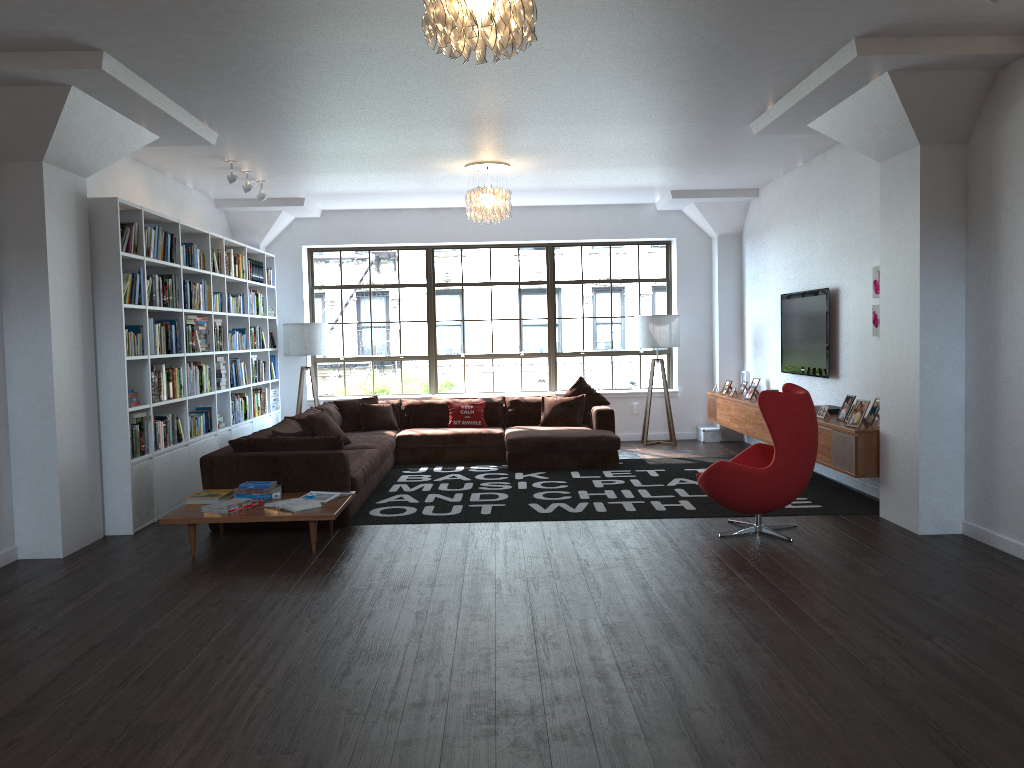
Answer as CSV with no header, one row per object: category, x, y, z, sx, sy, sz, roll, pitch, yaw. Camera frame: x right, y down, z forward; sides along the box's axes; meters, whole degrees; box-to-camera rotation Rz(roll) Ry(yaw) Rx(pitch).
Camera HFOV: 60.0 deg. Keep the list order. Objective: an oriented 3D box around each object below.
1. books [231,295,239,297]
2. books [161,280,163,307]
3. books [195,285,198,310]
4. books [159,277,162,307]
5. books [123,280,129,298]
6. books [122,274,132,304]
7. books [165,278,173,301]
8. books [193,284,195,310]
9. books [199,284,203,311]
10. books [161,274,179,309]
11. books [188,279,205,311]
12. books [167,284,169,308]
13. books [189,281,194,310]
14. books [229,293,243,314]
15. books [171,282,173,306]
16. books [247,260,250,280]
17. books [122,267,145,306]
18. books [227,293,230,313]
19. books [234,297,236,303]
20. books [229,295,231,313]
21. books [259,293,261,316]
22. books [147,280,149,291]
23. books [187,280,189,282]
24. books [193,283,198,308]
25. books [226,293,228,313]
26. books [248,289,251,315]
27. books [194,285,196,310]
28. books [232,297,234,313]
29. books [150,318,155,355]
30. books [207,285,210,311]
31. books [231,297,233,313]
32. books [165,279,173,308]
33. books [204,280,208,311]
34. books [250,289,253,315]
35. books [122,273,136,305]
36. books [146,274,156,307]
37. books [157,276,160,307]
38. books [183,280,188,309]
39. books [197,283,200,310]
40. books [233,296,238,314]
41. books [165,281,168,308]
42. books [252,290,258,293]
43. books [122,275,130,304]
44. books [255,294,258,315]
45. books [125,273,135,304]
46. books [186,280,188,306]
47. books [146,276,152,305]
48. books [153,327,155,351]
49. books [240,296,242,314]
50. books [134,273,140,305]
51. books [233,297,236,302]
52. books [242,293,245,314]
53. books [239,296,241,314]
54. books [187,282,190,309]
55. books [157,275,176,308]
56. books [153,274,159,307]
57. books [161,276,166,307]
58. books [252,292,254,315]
books,-2.948,-0.834,9.354,0.127,0.200,0.020,-1,3,-1
books,-2.913,-0.728,7.182,0.161,0.223,0.033,-1,3,-1
books,-2.913,-0.771,7.969,0.161,0.223,0.027,-1,3,-1
books,-2.911,-0.737,7.145,0.171,0.246,0.039,-1,3,-1
books,-2.879,-0.665,6.410,0.161,0.182,0.170,-1,3,-1
books,-2.883,-0.696,6.516,0.152,0.232,0.104,-1,3,-1
books,-2.920,-0.753,7.404,0.160,0.251,0.031,-1,3,-1
books,-2.922,-0.772,7.910,0.167,0.230,0.037,-1,3,-1
books,-2.919,-0.786,8.088,0.174,0.239,0.045,-1,3,-1
books,-2.914,-0.778,7.495,0.176,0.291,0.053,-1,3,-1
books,-2.926,-0.815,8.163,0.176,0.290,0.053,-1,3,-1
books,-2.912,-0.733,7.287,0.161,0.223,0.033,-1,3,-1
books,-2.913,-0.779,7.839,0.182,0.253,0.034,-1,3,-1
books,-2.951,-0.856,9.467,0.140,0.231,0.042,-1,3,-1
books,-2.910,-0.738,7.374,0.161,0.223,0.032,-1,3,-1
books,-2.959,-1.238,9.712,0.161,0.223,0.032,-1,3,-1
books,-2.881,-0.736,6.707,0.176,0.290,0.053,-1,3,-1
books,-2.931,-0.814,8.969,0.146,0.202,0.027,-1,3,-1
books,-2.937,-0.814,9.241,0.109,0.171,0.018,-1,3,-1
books,-2.935,-0.812,9.028,0.139,0.191,0.036,-1,3,-1
books,-2.962,-0.904,10.106,0.180,0.259,0.060,-1,3,-2
books,-2.897,-0.700,6.834,0.161,0.207,0.135,-1,3,-1
books,-2.934,-0.779,7.791,0.180,0.259,0.060,-1,3,-1
books,-2.922,-0.786,7.994,0.159,0.250,0.026,-1,3,-1
books,-2.932,-0.812,8.942,0.127,0.200,0.020,-1,3,-1
books,-2.961,-0.893,9.674,0.198,0.284,0.066,-1,3,-2
books,-2.915,-0.770,7.942,0.161,0.223,0.026,-1,3,-1
books,-2.925,-0.806,9.135,0.107,0.167,0.017,-1,3,-1
books,-2.893,-0.369,6.929,0.176,0.290,0.053,-1,3,-1
books,-2.919,-0.803,8.298,0.159,0.250,0.026,-1,3,-1
books,-2.934,-0.806,9.085,0.126,0.173,0.032,-1,3,-1
books,-2.908,-0.744,7.330,0.174,0.240,0.054,-1,3,-1
books,-2.932,-0.815,8.223,0.197,0.283,0.065,-1,3,-1
books,-2.955,-0.903,9.785,0.176,0.290,0.053,-1,3,-2
books,-2.893,-0.704,6.591,0.172,0.239,0.093,-1,3,-1
books,-2.907,-0.732,6.979,0.183,0.253,0.042,-1,3,-1
books,-2.913,-0.737,7.105,0.160,0.251,0.039,-1,3,-1
books,-2.904,-0.770,7.665,0.182,0.253,0.034,-1,3,-1
books,-2.921,-0.786,8.036,0.170,0.245,0.057,-1,3,-1
books,-2.948,-0.822,9.286,0.134,0.184,0.030,-1,3,-1
books,-2.902,-0.732,7.255,0.161,0.223,0.032,-1,3,-1
books,-2.963,-0.917,10.057,0.176,0.290,0.036,-1,3,-2
books,-2.887,-0.687,6.487,0.161,0.218,0.101,-1,3,-1
books,-2.963,-0.888,9.984,0.174,0.240,0.045,-1,3,-2
books,-2.881,-0.699,6.548,0.172,0.235,0.112,-1,3,-1
books,-2.915,-0.771,7.699,0.182,0.253,0.034,-1,3,-1
books,-2.906,-0.718,6.890,0.174,0.236,0.142,-1,3,-1
books,-2.893,-0.338,6.972,0.161,0.223,0.027,-1,3,-1
books,-2.945,-0.834,9.428,0.139,0.191,0.036,-1,3,-1
books,-2.887,-0.707,6.631,0.174,0.242,0.105,-1,3,-1
books,-2.946,-0.818,9.260,0.128,0.178,0.022,-1,3,-1
books,-2.955,-0.856,9.516,0.158,0.226,0.052,-1,3,-1
books,-2.947,-0.834,9.387,0.136,0.196,0.045,-1,3,-1
books,-2.909,-0.767,7.739,0.174,0.239,0.045,-1,3,-1
books,-2.929,-0.772,7.443,0.198,0.284,0.049,-1,3,-1
books,-2.915,-0.739,7.065,0.180,0.259,0.042,-1,3,-1
books,-2.916,-0.745,7.218,0.183,0.253,0.042,-1,3,-1
books,-2.955,-0.886,9.829,0.183,0.253,0.034,-1,3,-2
